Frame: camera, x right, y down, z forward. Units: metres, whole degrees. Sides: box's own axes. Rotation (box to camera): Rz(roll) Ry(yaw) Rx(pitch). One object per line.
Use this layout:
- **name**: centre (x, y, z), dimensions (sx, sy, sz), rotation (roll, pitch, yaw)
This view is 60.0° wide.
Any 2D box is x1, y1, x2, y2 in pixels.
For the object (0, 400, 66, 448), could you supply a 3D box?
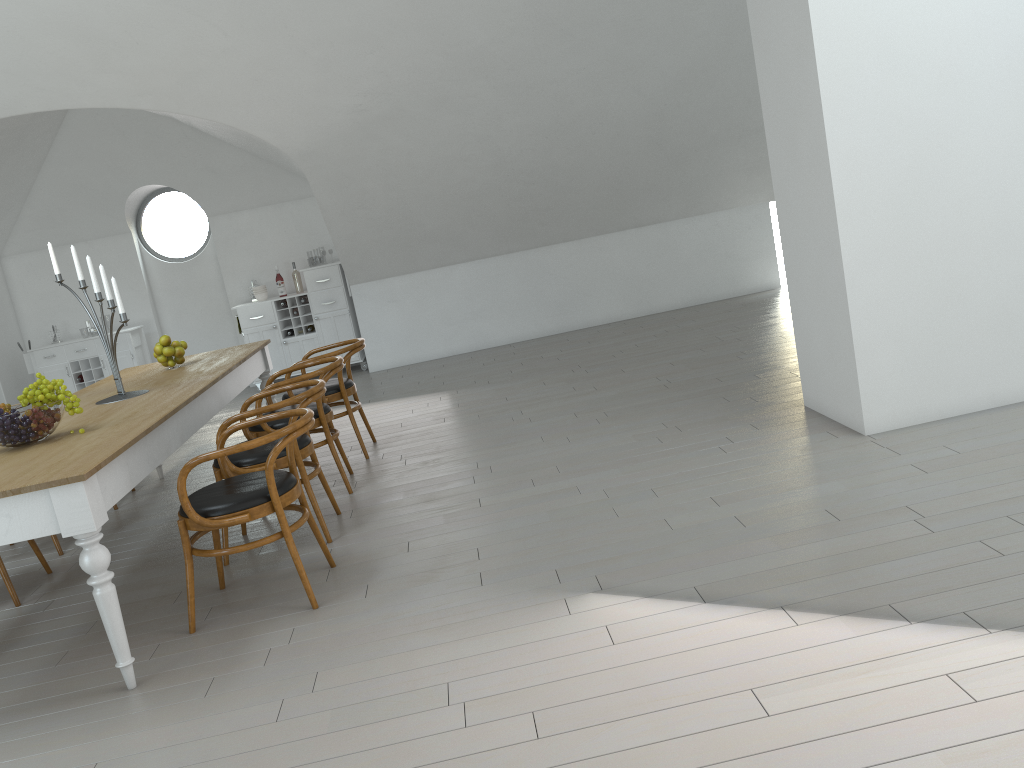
- **object**: centre (-2.041, 0.177, 3.703), dimensions (0.361, 0.159, 0.361), rotation (-16, 12, -22)

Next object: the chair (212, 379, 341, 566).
- **chair**: centre (-1.138, 0.402, 4.320), dimensions (0.621, 0.731, 0.530), rotation (-12, 10, -3)

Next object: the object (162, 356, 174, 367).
- **object**: centre (-2.154, -0.145, 5.540), dimensions (0.078, 0.073, 0.081), rotation (-2, 14, 41)

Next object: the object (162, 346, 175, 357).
- **object**: centre (-2.110, -0.200, 5.447), dimensions (0.071, 0.063, 0.072), rotation (-13, 11, -10)

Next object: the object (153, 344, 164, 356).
- **object**: centre (-2.178, -0.209, 5.476), dimensions (0.066, 0.071, 0.072), rotation (-18, 12, -33)

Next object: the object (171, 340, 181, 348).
- **object**: centre (-2.091, -0.242, 5.514), dimensions (0.058, 0.057, 0.053), rotation (-9, 11, 11)

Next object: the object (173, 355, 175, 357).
- **object**: centre (-2.122, -0.210, 5.584), dimensions (0.076, 0.076, 0.077), rotation (-19, 13, -36)

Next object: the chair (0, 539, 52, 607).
- **chair**: centre (-2.711, 0.723, 4.279), dimensions (0.622, 0.731, 0.529), rotation (-12, 10, -6)

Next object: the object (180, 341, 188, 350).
- **object**: centre (-2.070, -0.240, 5.569), dimensions (0.063, 0.063, 0.062), rotation (-20, 14, -40)

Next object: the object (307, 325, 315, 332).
- **object**: centre (-2.114, -0.592, 9.339), dimensions (0.081, 0.080, 0.360), rotation (-12, 11, -5)

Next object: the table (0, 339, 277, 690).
- **table**: centre (-1.963, 0.477, 4.581), dimensions (1.019, 0.795, 3.365), rotation (-12, 11, -3)

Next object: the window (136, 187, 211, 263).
- **window**: centre (-3.634, -1.716, 9.571), dimensions (0.900, 0.895, 0.060), rotation (-12, 10, -3)

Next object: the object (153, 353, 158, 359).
- **object**: centre (-2.203, -0.185, 5.530), dimensions (0.062, 0.059, 0.062), rotation (-11, 10, 1)

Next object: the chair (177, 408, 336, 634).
- **chair**: centre (-1.034, 0.525, 3.607), dimensions (0.621, 0.731, 0.530), rotation (-11, 10, 0)

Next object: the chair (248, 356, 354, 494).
- **chair**: centre (-1.186, 0.267, 5.037), dimensions (0.622, 0.731, 0.529), rotation (-13, 10, -8)

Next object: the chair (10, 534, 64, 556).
- **chair**: centre (-2.834, 0.603, 4.992), dimensions (0.621, 0.731, 0.530), rotation (-11, 10, 0)

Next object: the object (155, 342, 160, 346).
- **object**: centre (-2.203, -0.237, 5.556), dimensions (0.062, 0.059, 0.062), rotation (-12, 10, -2)

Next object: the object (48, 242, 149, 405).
- **object**: centre (-2.148, -0.354, 4.607), dimensions (0.266, 0.871, 0.776), rotation (-17, 12, -28)

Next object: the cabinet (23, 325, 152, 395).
- **cabinet**: centre (-4.285, -0.086, 9.089), dimensions (1.135, 0.785, 0.499), rotation (-12, 10, -3)

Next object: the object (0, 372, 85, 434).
- **object**: centre (-2.027, 0.113, 3.680), dimensions (0.395, 0.283, 0.292), rotation (-20, 13, -38)

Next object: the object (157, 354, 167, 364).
- **object**: centre (-2.156, -0.155, 5.463), dimensions (0.060, 0.055, 0.060), rotation (-13, 11, -8)

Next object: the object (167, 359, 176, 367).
- **object**: centre (-2.108, -0.129, 5.491), dimensions (0.050, 0.050, 0.051), rotation (-11, 10, 1)

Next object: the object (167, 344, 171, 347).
- **object**: centre (-2.151, -0.228, 5.543), dimensions (0.053, 0.050, 0.053), rotation (-18, 12, -31)

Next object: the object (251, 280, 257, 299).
- **object**: centre (-2.748, -1.008, 9.458), dimensions (0.115, 0.208, 0.065), rotation (-11, 10, -1)

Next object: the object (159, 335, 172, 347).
- **object**: centre (-2.149, -0.268, 5.497), dimensions (0.072, 0.074, 0.073), rotation (-12, 10, -3)

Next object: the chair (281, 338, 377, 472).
- **chair**: centre (-1.183, 0.122, 5.753), dimensions (0.621, 0.731, 0.530), rotation (-11, 10, 0)

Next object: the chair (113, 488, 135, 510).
- **chair**: centre (-2.888, 0.470, 5.705), dimensions (0.622, 0.731, 0.529), rotation (-12, 10, -6)

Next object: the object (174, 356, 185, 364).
- **object**: centre (-2.082, -0.155, 5.552), dimensions (0.063, 0.063, 0.064), rotation (-10, 11, 8)

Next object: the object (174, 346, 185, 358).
- **object**: centre (-2.064, -0.197, 5.494), dimensions (0.071, 0.072, 0.070), rotation (-19, 13, -38)

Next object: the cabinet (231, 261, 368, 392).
- **cabinet**: centre (-2.234, -0.621, 9.384), dimensions (1.243, 1.148, 0.612), rotation (-12, 10, -3)

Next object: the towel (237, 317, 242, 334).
- **towel**: centre (-2.872, -0.638, 9.378), dimensions (0.049, 0.203, 0.151), rotation (-12, 10, -2)
